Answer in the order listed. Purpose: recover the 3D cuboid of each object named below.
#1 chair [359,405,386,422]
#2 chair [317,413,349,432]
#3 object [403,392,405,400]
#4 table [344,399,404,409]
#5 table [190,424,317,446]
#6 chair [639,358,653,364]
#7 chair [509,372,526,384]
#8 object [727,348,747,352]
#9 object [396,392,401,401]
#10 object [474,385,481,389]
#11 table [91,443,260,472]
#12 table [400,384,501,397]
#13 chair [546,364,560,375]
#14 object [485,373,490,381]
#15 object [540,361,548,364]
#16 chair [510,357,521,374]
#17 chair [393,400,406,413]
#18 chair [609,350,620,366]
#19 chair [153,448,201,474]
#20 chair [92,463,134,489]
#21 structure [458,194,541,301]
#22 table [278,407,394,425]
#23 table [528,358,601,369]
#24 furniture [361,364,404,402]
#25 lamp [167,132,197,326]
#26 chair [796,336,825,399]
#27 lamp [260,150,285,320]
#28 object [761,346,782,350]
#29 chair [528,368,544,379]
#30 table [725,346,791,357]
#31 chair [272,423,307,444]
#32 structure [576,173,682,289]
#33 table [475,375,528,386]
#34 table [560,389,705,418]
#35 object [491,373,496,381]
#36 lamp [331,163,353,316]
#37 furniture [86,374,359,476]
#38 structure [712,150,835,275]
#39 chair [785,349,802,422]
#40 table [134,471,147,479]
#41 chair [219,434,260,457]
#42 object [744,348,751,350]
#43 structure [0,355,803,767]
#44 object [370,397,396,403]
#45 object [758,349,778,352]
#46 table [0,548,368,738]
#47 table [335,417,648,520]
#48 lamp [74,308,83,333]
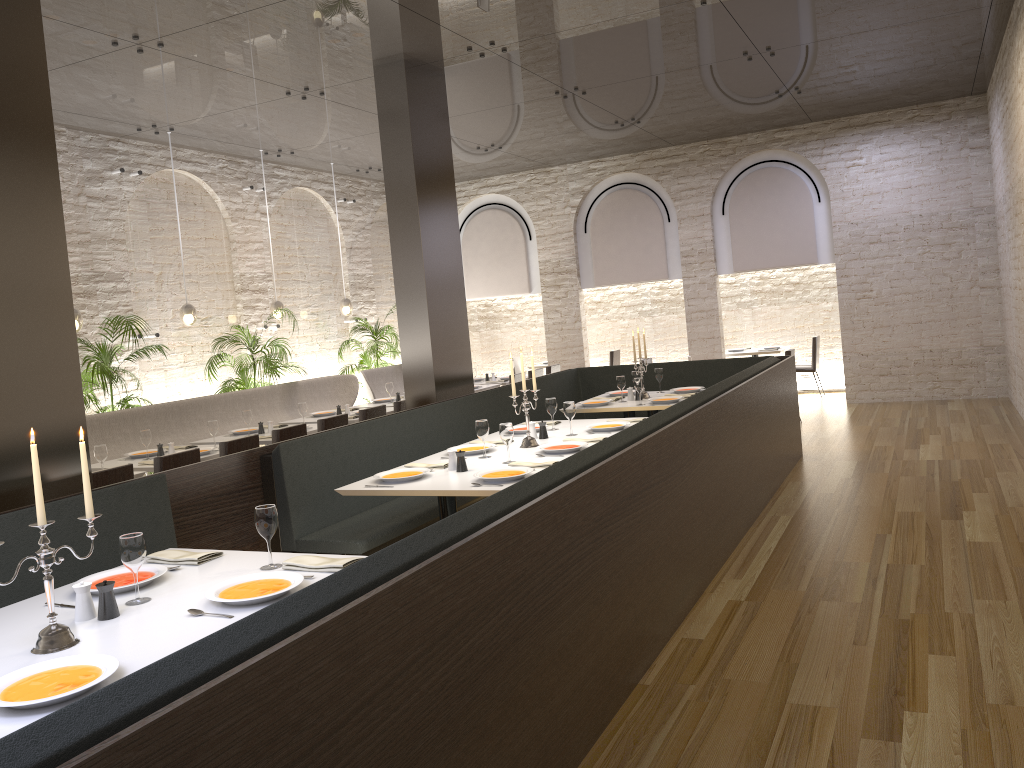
[{"bbox_3d":[-1.437,0.671,8.163,0.565,0.904,0.413,-4,3,26],"label":"chair"},{"bbox_3d":[-1.690,0.735,7.630,0.565,0.904,0.413,-4,3,26],"label":"chair"},{"bbox_3d":[-1.212,0.138,10.093,0.059,0.109,0.059,-7,3,-29],"label":"object"},{"bbox_3d":[-1.201,0.570,10.147,0.935,0.759,1.014,-4,4,26],"label":"table"},{"bbox_3d":[-2.176,0.818,8.082,0.935,0.759,1.014,-4,4,26],"label":"table"},{"bbox_3d":[1.974,0.116,11.296,0.565,0.904,0.413,-4,3,26],"label":"chair"},{"bbox_3d":[-0.106,0.332,10.982,0.565,0.904,0.413,-4,3,26],"label":"chair"},{"bbox_3d":[3.428,-0.515,13.557,0.322,0.036,0.322,-8,5,-29],"label":"object"},{"bbox_3d":[-1.295,0.147,10.082,0.059,0.109,0.059,-7,3,-29],"label":"object"},{"bbox_3d":[-0.529,0.044,11.012,0.322,0.036,0.321,-7,5,-27],"label":"object"},{"bbox_3d":[-2.671,0.943,7.034,0.935,0.759,1.014,-4,4,26],"label":"table"},{"bbox_3d":[-0.731,0.450,11.142,0.935,0.759,1.014,-4,4,26],"label":"table"},{"bbox_3d":[0.379,0.209,12.009,0.565,0.904,0.413,-4,3,26],"label":"chair"},{"bbox_3d":[-0.339,-0.096,12.105,0.059,0.109,0.059,-7,3,-29],"label":"object"},{"bbox_3d":[0.637,-0.360,14.892,0.322,0.036,0.322,-8,5,-29],"label":"object"},{"bbox_3d":[0.316,-0.019,15.065,0.565,0.904,0.413,-4,3,26],"label":"chair"},{"bbox_3d":[-1.195,0.609,8.676,0.565,0.904,0.413,-4,3,26],"label":"chair"},{"bbox_3d":[1.497,-0.085,14.500,0.565,0.904,0.413,-4,3,26],"label":"chair"},{"bbox_3d":[-2.422,0.921,6.079,0.565,0.904,0.413,-4,3,26],"label":"chair"},{"bbox_3d":[-2.663,0.982,5.569,0.565,0.904,0.413,-4,3,26],"label":"chair"},{"bbox_3d":[-0.294,-2.237,14.399,1.631,1.672,0.098,-4,2,26],"label":"structure"},{"bbox_3d":[-1.677,0.691,9.138,0.935,0.759,1.014,-4,4,26],"label":"table"},{"bbox_3d":[0.918,0.019,14.789,0.935,0.759,1.014,-4,4,26],"label":"table"},{"bbox_3d":[-1.126,0.245,12.095,0.706,1.095,2.592,-4,4,26],"label":"furniture"},{"bbox_3d":[-3.501,-1.625,9.329,0.177,2.038,0.178,-5,2,11],"label":"lamp"},{"bbox_3d":[4.301,-0.241,13.159,0.565,0.904,0.413,-4,3,26],"label":"chair"},{"bbox_3d":[-2.898,-1.778,10.607,0.177,2.038,0.178,-5,2,5],"label":"lamp"},{"bbox_3d":[3.911,-0.542,13.323,0.322,0.036,0.322,-8,5,-29],"label":"object"},{"bbox_3d":[0.133,0.271,11.488,0.565,0.904,0.413,-4,3,26],"label":"chair"},{"bbox_3d":[3.709,-0.136,13.453,0.935,0.759,1.014,-4,4,26],"label":"table"},{"bbox_3d":[-1.930,0.796,7.121,0.565,0.904,0.413,-4,3,26],"label":"chair"},{"bbox_3d":[1.741,-2.350,13.426,1.631,1.672,0.098,-4,2,26],"label":"structure"},{"bbox_3d":[-0.245,0.327,12.170,0.935,0.759,1.014,-4,4,26],"label":"table"},{"bbox_3d":[1.192,0.511,8.039,1.099,0.759,1.192,-4,4,26],"label":"table"},{"bbox_3d":[-0.256,-0.105,12.116,0.059,0.109,0.059,-7,3,-29],"label":"object"},{"bbox_3d":[-2.306,-1.929,11.858,0.177,2.038,0.178,-5,2,5],"label":"lamp"},{"bbox_3d":[-2.693,0.643,8.779,0.708,1.095,4.489,-4,4,26],"label":"furniture"},{"bbox_3d":[3.649,-2.456,12.513,1.631,1.672,0.098,-4,2,26],"label":"structure"},{"bbox_3d":[3.154,0.051,10.732,0.565,0.904,0.413,-4,3,26],"label":"chair"},{"bbox_3d":[-3.167,1.069,5.984,0.935,0.759,1.014,-4,4,26],"label":"table"},{"bbox_3d":[-2.169,0.856,6.615,0.565,0.904,0.413,-4,3,26],"label":"chair"},{"bbox_3d":[3.590,-0.546,13.857,0.272,0.033,0.143,-3,5,26],"label":"object"},{"bbox_3d":[-0.562,0.837,4.301,2.369,0.999,10.781,-3,5,26],"label":"structure"},{"bbox_3d":[-1.482,0.190,10.250,0.322,0.036,0.321,-7,5,-27],"label":"object"},{"bbox_3d":[3.757,-0.496,13.000,0.272,0.033,0.143,-3,5,26],"label":"object"},{"bbox_3d":[-1.468,1.186,2.410,1.099,0.758,2.546,-4,4,26],"label":"table"},{"bbox_3d":[0.102,0.787,5.733,1.099,0.758,2.546,-4,4,26],"label":"table"},{"bbox_3d":[-4.099,-1.473,8.064,0.178,2.038,0.177,-7,3,-43],"label":"lamp"}]
